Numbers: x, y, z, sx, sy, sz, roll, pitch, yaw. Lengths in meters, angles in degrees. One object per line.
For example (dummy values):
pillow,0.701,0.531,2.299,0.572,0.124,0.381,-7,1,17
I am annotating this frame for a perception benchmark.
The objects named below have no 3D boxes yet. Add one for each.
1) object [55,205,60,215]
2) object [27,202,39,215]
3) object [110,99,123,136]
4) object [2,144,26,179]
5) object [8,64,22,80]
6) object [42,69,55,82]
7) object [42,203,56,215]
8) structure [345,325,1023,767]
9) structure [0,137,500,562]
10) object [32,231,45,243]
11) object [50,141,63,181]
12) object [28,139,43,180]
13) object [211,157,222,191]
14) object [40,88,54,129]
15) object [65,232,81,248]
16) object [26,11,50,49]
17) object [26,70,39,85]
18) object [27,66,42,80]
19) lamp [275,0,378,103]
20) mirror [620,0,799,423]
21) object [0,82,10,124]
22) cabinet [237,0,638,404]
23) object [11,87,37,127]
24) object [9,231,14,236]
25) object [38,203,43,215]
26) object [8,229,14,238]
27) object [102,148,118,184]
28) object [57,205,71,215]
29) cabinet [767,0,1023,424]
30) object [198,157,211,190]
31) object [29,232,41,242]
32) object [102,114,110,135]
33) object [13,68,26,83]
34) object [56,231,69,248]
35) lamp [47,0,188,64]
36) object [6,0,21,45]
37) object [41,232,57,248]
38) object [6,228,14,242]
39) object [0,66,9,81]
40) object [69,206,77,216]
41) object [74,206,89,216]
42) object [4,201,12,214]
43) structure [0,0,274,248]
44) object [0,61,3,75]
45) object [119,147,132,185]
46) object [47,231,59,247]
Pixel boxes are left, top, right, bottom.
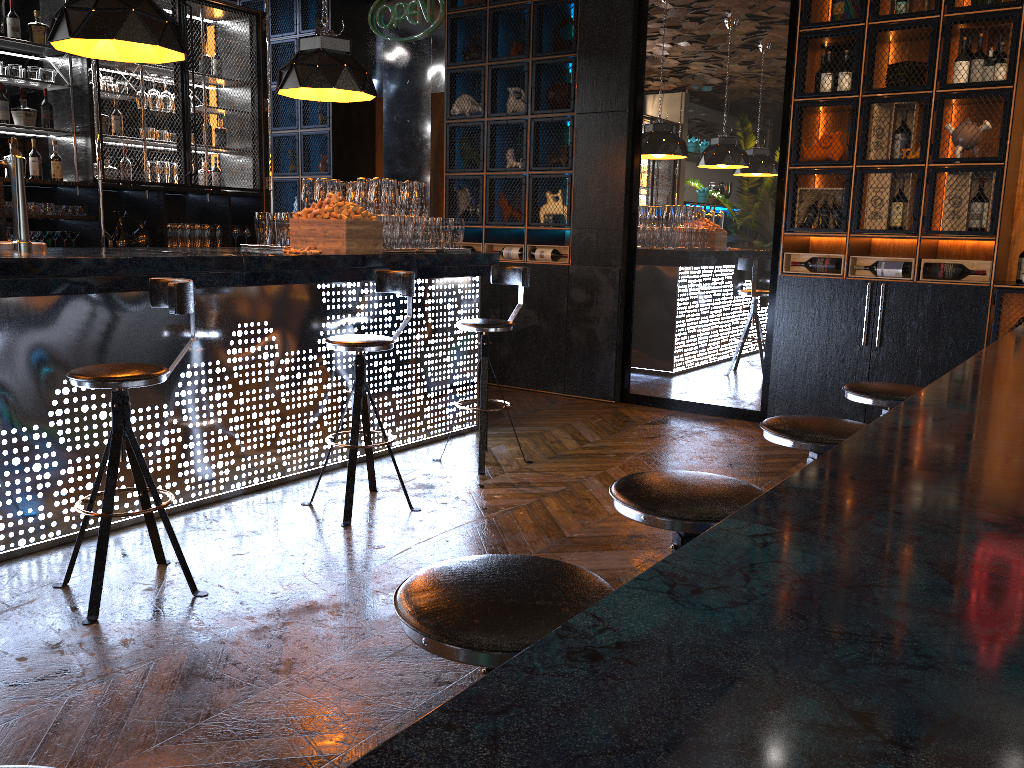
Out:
object,-3.338,-1.276,6.513,0.088,0.070,0.098,-5,12,-32
object,-3.373,-1.233,6.231,0.084,0.082,0.084,-6,12,-37
object,-3.068,-2.058,6.879,0.086,0.298,0.086,0,10,-6
object,-3.528,-1.572,6.285,0.094,0.248,0.151,11,13,43
object,-3.467,-2.177,6.191,0.089,0.092,0.089,8,12,34
object,-3.317,-2.201,6.348,0.089,0.092,0.089,5,10,20
object,-3.305,-1.249,6.328,0.084,0.082,0.084,4,10,17
structure,0.787,0.617,1.284,0.673,0.998,4.941,8,12,34
structure,-2.302,-0.213,3.621,1.214,1.685,6.009,8,12,34
object,-3.429,-1.034,6.455,0.106,0.148,0.106,-3,11,-26
object,-3.356,-1.634,6.524,0.080,0.299,0.080,9,12,37
object,-3.451,-1.618,6.414,0.086,0.298,0.086,0,10,-6
object,-2.561,-1.813,7.669,0.086,0.298,0.086,0,10,-6
object,-3.375,-1.989,6.428,0.086,0.299,0.086,0,10,-6
object,-3.219,-1.040,6.511,0.107,0.152,0.107,-4,11,-29
object,-3.372,-2.522,6.314,0.151,0.248,0.094,-3,11,-26
object,-3.464,-2.217,6.422,0.089,0.092,0.089,-1,10,-16
object,-3.370,-2.187,6.263,0.089,0.092,0.089,-1,10,-16
lamp,-1.085,-2.489,5.152,0.607,1.564,0.582,8,12,34
mirror,1.386,-1.534,6.328,1.194,3.551,0.026,8,12,34
object,-3.556,-1.950,6.179,0.086,0.298,0.086,0,10,-6
cabinet,-0.806,-1.872,8.064,4.416,3.514,0.691,8,12,34
object,-3.458,-1.955,6.283,0.123,0.279,0.123,6,11,23
object,-3.591,-1.033,6.426,0.106,0.148,0.106,-6,12,-36
object,-3.395,-1.258,6.368,0.084,0.082,0.084,10,13,40
object,-3.552,-1.017,6.267,0.089,0.174,0.089,1,10,-5
object,-3.124,-1.672,6.830,0.123,0.279,0.123,6,11,23
object,-3.259,-1.264,6.456,0.088,0.070,0.098,-2,10,-20
cabinet,3.793,-1.209,4.908,4.416,3.514,0.691,8,12,34
object,-2.622,-1.788,7.561,0.083,0.282,0.083,5,10,20
object,-3.398,-1.005,6.294,0.106,0.148,0.106,-6,12,-36
object,-3.145,-2.012,6.751,0.094,0.248,0.151,11,13,43
object,-3.517,-2.202,6.326,0.089,0.092,0.089,5,10,20
object,-3.316,-1.053,6.576,0.107,0.152,0.107,-7,13,-40
lamp,-1.787,-2.300,3.955,0.607,1.564,0.582,8,12,34
object,-3.489,-2.532,6.198,0.086,0.298,0.086,0,10,-6
object,-3.333,-1.020,6.390,0.106,0.148,0.106,11,14,44
object,-3.473,-0.988,6.110,0.089,0.174,0.089,1,10,-5
object,-3.598,-2.191,6.255,0.089,0.092,0.089,5,10,20
object,-3.242,-1.282,6.564,0.098,0.070,0.088,-4,11,-28
object,-3.160,-1.271,6.511,0.098,0.070,0.088,11,14,44
object,-3.479,-1.211,6.089,0.084,0.082,0.084,6,11,27
structure,-4.135,-1.461,5.096,1.143,3.553,6.750,8,12,34
object,-3.526,-2.156,6.058,0.089,0.092,0.089,5,10,20
object,-3.040,-1.706,6.975,0.086,0.299,0.086,0,10,-6
object,-3.424,-1.068,6.646,0.107,0.152,0.107,10,13,40
